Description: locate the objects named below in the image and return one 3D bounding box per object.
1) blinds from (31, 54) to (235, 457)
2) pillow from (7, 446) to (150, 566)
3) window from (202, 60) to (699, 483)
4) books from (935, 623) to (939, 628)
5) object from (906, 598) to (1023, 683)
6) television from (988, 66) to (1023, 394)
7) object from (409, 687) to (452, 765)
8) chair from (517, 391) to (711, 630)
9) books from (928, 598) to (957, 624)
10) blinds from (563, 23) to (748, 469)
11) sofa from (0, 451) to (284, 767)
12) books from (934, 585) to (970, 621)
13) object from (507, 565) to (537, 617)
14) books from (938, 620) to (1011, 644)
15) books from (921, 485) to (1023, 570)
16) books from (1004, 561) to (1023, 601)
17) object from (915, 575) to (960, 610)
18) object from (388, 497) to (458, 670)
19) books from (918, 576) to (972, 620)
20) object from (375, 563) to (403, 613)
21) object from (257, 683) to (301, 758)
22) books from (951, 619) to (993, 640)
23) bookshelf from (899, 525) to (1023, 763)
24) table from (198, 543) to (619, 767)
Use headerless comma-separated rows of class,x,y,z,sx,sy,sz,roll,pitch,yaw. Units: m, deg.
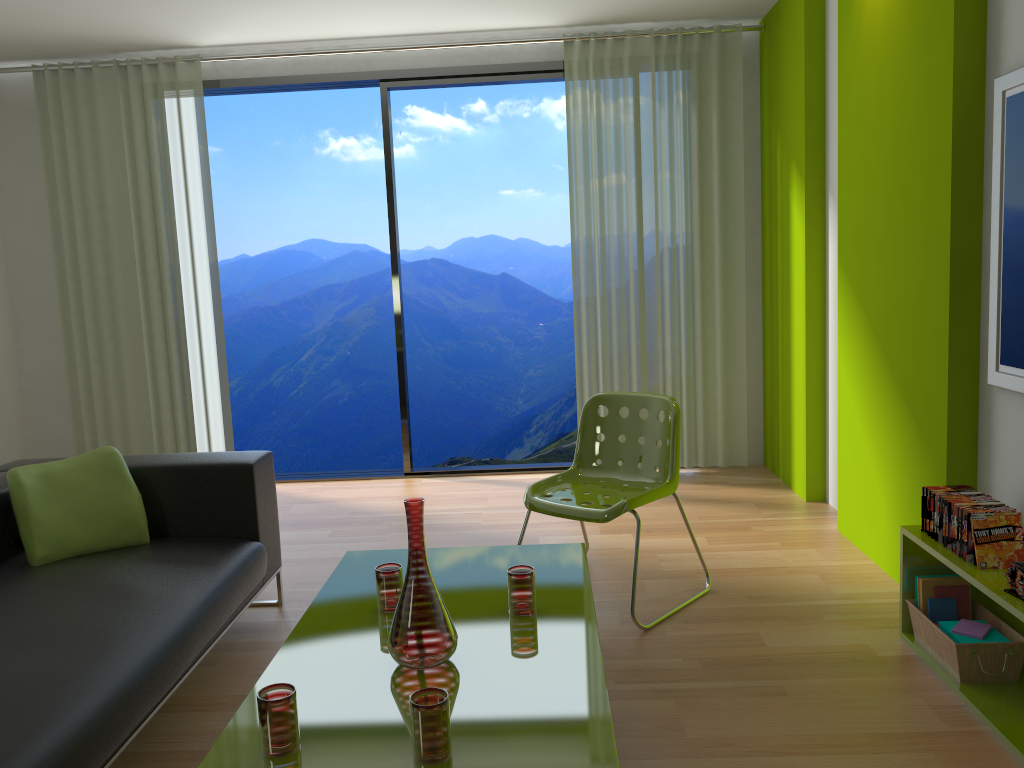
blinds,-2.257,-0.629,5.364,1.012,2.568,0.067,-2,7,2
pillow,-1.510,0.424,3.082,0.399,0.362,0.269,-9,9,-39
window,-0.499,-0.648,5.527,3.336,2.498,0.219,-2,7,2
books,1.387,0.768,2.695,0.143,0.013,0.182,-2,7,2
object,1.385,0.783,2.718,0.213,0.129,0.367,-2,7,2
television,1.472,-0.365,1.990,0.028,0.941,1.537,-2,7,2
object,-0.156,0.660,1.708,0.076,0.122,0.075,-7,9,-32
chair,0.358,0.443,3.419,0.640,0.759,0.546,4,10,40
books,1.365,0.754,2.813,0.086,0.148,0.025,-2,7,2
blinds,0.858,-0.757,5.240,1.012,2.568,0.067,-2,7,2
sofa,-1.437,0.740,2.242,1.061,0.639,2.583,-2,7,2
books,1.401,0.733,2.822,0.105,0.182,0.031,-2,7,2
object,0.027,0.562,2.405,0.076,0.122,0.075,3,9,36
books,1.384,0.755,2.648,0.143,0.025,0.182,-2,7,2
books,1.376,0.422,2.650,0.147,0.150,0.370,-2,7,2
books,1.364,0.507,2.249,0.164,0.078,0.172,-3,7,1
object,1.391,0.719,2.868,0.158,0.200,0.040,-2,7,2
object,-0.220,0.470,2.104,0.168,0.400,0.168,-4,7,-12
books,1.390,0.721,2.844,0.158,0.202,0.051,-2,7,2
object,-0.340,0.570,2.475,0.076,0.122,0.075,3,9,36
object,-0.462,0.667,1.758,0.076,0.122,0.075,3,9,36
books,1.382,0.736,2.664,0.087,0.008,0.110,4,10,42
bookshelf,1.409,0.751,2.121,0.306,0.378,1.630,-2,7,2
table,-0.179,0.832,2.194,0.810,0.349,1.682,-2,7,2
